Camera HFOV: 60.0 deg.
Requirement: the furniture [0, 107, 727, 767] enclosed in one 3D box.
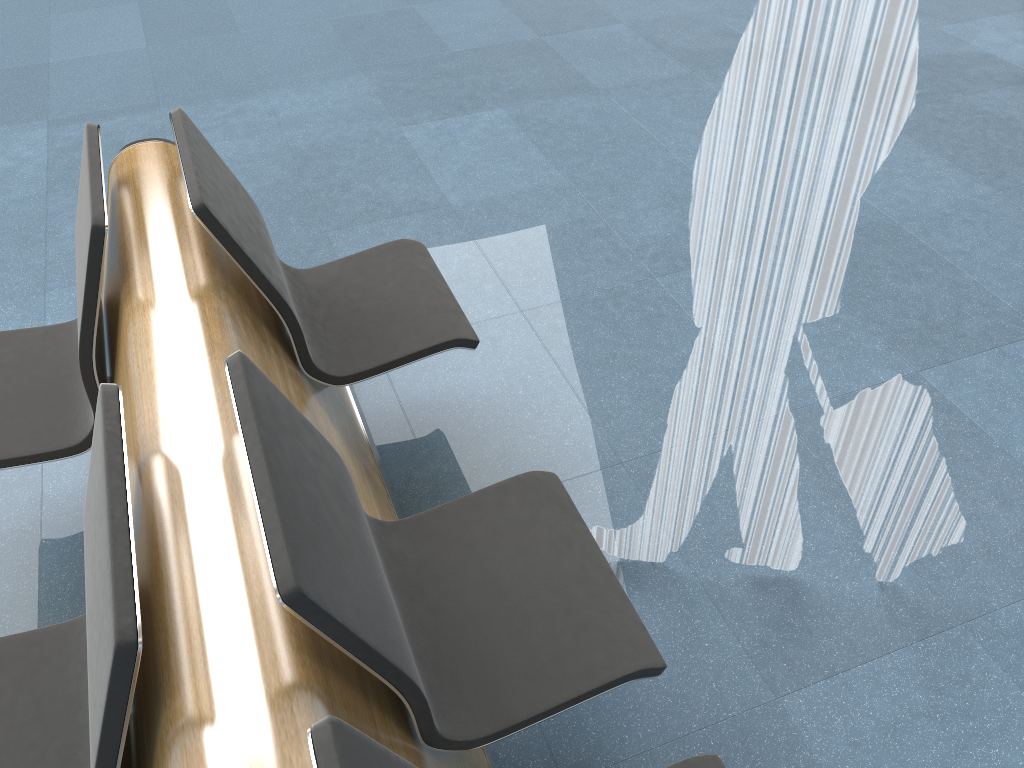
[{"bbox_3d":[-0.483,0.356,1.596,1.301,0.896,2.281,-15,43,-15],"label":"furniture"}]
